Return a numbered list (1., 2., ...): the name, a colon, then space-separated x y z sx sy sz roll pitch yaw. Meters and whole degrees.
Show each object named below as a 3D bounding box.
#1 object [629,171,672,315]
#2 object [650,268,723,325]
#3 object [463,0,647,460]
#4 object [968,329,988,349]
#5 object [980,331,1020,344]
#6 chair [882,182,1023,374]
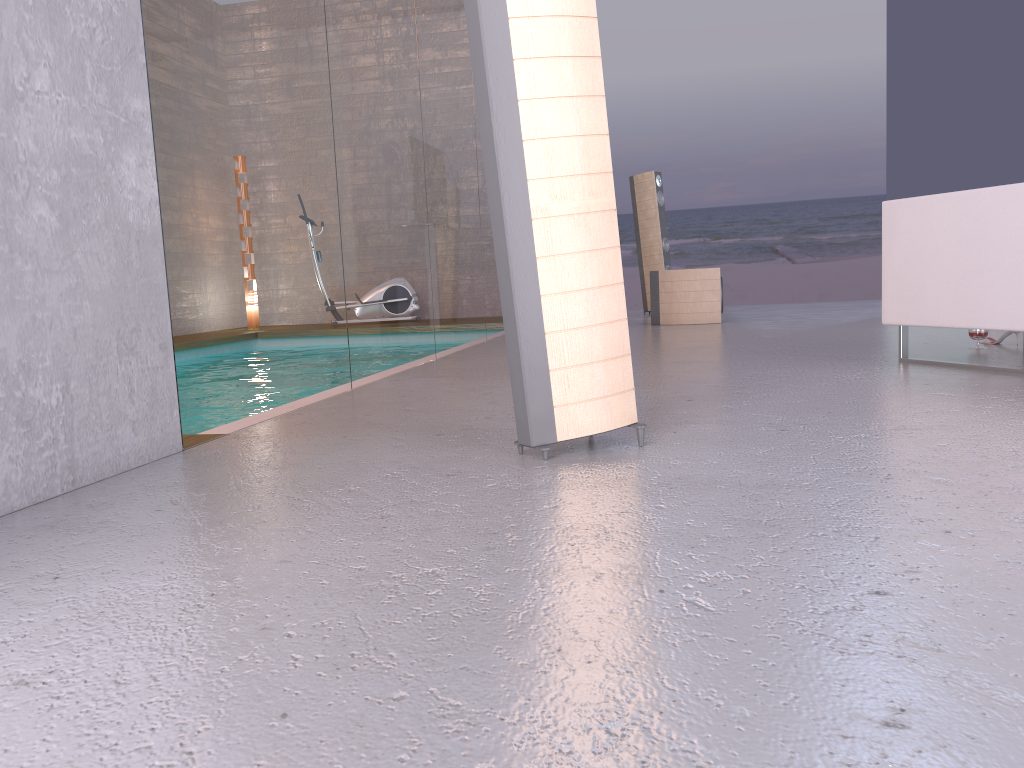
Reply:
1. object: 1.455 -1.460 9.259 0.444 1.469 0.244 2 9 36
2. object: 1.499 -0.755 7.620 0.604 0.459 0.514 -1 7 11
3. object: 0.080 -0.551 2.259 0.444 1.473 0.244 -7 8 -33
4. object: 2.320 -0.292 4.411 0.091 0.233 0.091 3 9 39
5. object: 2.513 -0.248 4.568 0.079 0.087 0.235 -6 7 -21
6. chair: 2.249 -0.486 3.658 0.936 0.808 1.026 -5 7 -18
